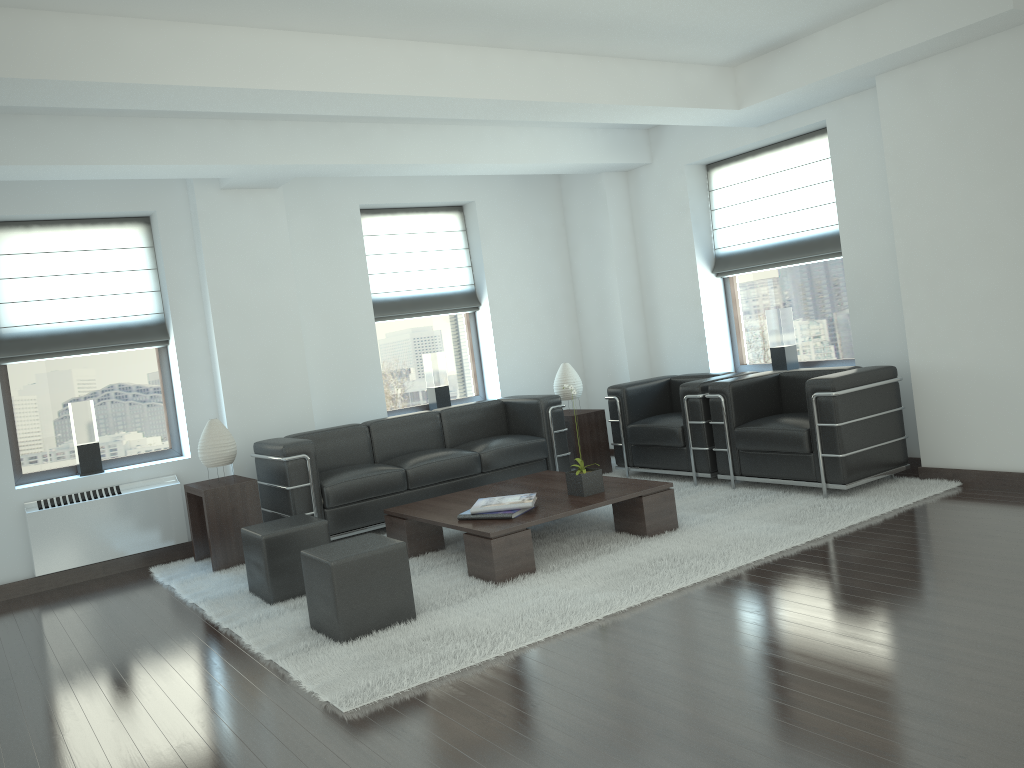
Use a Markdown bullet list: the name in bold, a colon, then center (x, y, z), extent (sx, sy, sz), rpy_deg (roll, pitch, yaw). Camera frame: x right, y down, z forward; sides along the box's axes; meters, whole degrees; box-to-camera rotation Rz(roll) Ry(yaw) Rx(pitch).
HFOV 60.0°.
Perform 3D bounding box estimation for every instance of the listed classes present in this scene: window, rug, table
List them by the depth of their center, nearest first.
- **table**: center (0.133, 1.252, 8.150), extent (1.940, 0.441, 1.919), rpy_deg (-10, 4, -33)
- **rug**: center (0.219, 1.401, 8.703), extent (6.266, 0.110, 5.163), rpy_deg (-10, 4, -33)
- **table**: center (-2.901, 1.411, 8.973), extent (0.527, 0.844, 0.785), rpy_deg (-9, 3, -33)
- **window**: center (-4.665, -0.412, 9.639), extent (1.704, 2.730, 0.146), rpy_deg (-9, 2, -33)
- **window**: center (3.377, -1.525, 10.686), extent (0.146, 2.730, 2.129), rpy_deg (-8, 2, -33)
- **table**: center (0.798, 0.785, 11.435), extent (0.527, 0.844, 0.785), rpy_deg (-9, 3, -33)
- **window**: center (-1.273, -0.986, 11.897), extent (1.704, 2.730, 0.146), rpy_deg (-9, 2, -33)

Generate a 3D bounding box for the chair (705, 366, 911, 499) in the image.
- **chair**: center (2.965, 0.467, 9.003), extent (1.126, 1.169, 1.644), rpy_deg (-9, 3, -33)

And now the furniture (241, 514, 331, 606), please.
- **furniture**: center (-1.901, 1.470, 7.531), extent (0.589, 0.579, 0.602), rpy_deg (-9, 3, -33)

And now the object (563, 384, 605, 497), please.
- **object**: center (0.580, 0.486, 7.903), extent (0.253, 0.991, 0.335), rpy_deg (-8, 2, -33)

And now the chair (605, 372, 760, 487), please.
- **chair**: center (2.047, 0.507, 10.414), extent (1.126, 1.169, 1.644), rpy_deg (-9, 3, -33)

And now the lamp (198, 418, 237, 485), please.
- **lamp**: center (-2.958, 0.669, 8.908), extent (0.375, 0.654, 0.374), rpy_deg (-9, 2, -29)

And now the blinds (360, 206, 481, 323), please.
- **blinds**: center (-1.261, -1.612, 11.751), extent (1.690, 1.475, 0.222), rpy_deg (-9, 2, -33)

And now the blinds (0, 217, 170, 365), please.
- **blinds**: center (-4.652, -1.039, 9.494), extent (1.690, 1.475, 0.222), rpy_deg (-9, 2, -33)

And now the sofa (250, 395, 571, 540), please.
- **sofa**: center (-1.010, 0.933, 9.964), extent (3.484, 1.169, 1.122), rpy_deg (-9, 3, -33)

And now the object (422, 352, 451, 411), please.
- **object**: center (-0.992, -0.027, 11.739), extent (0.239, 0.775, 0.243), rpy_deg (-9, 2, -33)

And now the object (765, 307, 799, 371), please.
- **object**: center (3.225, -0.512, 10.574), extent (0.239, 0.775, 0.243), rpy_deg (-9, 2, -33)

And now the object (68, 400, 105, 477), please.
- **object**: center (-4.518, 0.569, 9.392), extent (0.239, 0.775, 0.243), rpy_deg (-9, 2, -33)

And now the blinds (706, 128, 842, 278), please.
- **blinds**: center (3.158, -2.124, 10.576), extent (0.223, 1.475, 2.121), rpy_deg (-8, 3, -33)

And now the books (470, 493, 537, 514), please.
- **books**: center (-0.063, 1.020, 7.569), extent (0.518, 0.045, 0.447), rpy_deg (-7, 3, 8)

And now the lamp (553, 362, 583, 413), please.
- **lamp**: center (0.720, 0.047, 11.357), extent (0.374, 0.654, 0.375), rpy_deg (-8, 2, -4)

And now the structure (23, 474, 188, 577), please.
- **structure**: center (-4.176, 1.435, 9.181), extent (1.465, 0.726, 0.193), rpy_deg (-9, 2, -33)

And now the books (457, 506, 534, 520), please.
- **books**: center (-0.130, 1.078, 7.517), extent (0.517, 0.045, 0.447), rpy_deg (-6, 4, 28)

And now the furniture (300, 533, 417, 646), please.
- **furniture**: center (-1.098, 1.435, 6.311), extent (0.589, 0.579, 0.602), rpy_deg (-9, 3, -33)
